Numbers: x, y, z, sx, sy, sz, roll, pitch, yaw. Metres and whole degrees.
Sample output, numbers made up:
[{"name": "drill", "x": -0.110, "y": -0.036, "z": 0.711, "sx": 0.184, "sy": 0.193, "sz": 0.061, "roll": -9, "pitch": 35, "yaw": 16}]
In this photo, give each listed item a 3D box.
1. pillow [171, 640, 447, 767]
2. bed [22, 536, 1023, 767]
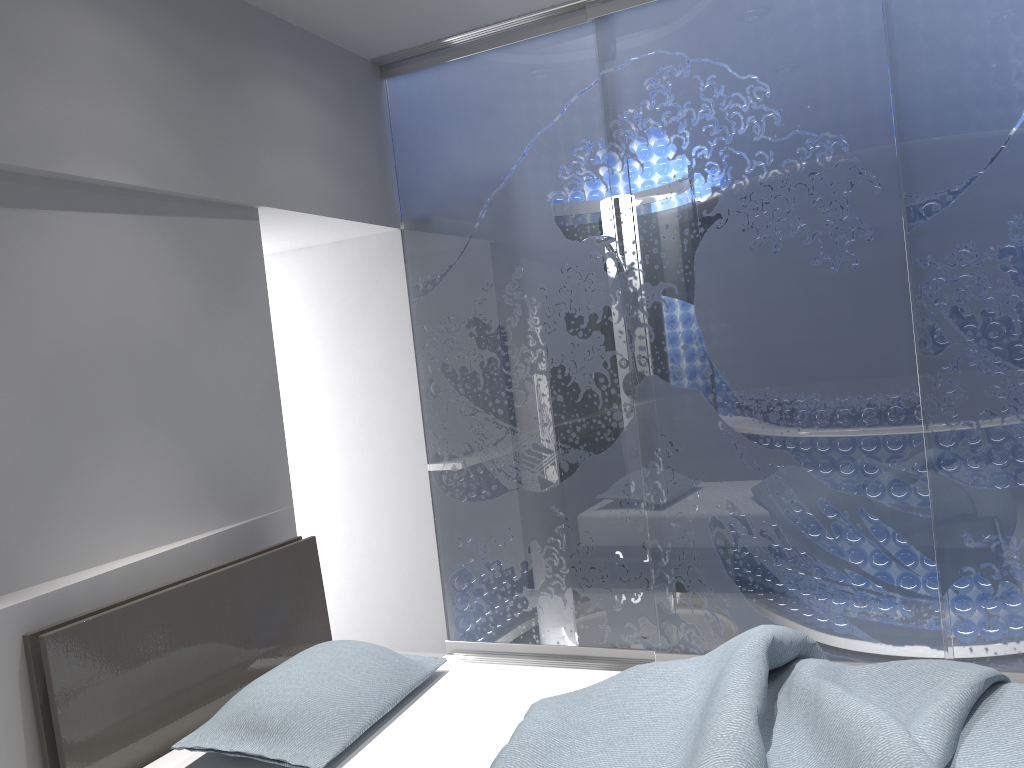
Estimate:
[{"name": "pillow", "x": -0.519, "y": 0.844, "z": 2.457, "sx": 0.417, "sy": 0.173, "sz": 0.746, "roll": -6, "pitch": 2, "yaw": 21}, {"name": "bed", "x": 0.102, "y": 0.843, "z": 2.089, "sx": 2.319, "sy": 0.752, "sz": 1.411, "roll": -5, "pitch": 2, "yaw": 26}]
